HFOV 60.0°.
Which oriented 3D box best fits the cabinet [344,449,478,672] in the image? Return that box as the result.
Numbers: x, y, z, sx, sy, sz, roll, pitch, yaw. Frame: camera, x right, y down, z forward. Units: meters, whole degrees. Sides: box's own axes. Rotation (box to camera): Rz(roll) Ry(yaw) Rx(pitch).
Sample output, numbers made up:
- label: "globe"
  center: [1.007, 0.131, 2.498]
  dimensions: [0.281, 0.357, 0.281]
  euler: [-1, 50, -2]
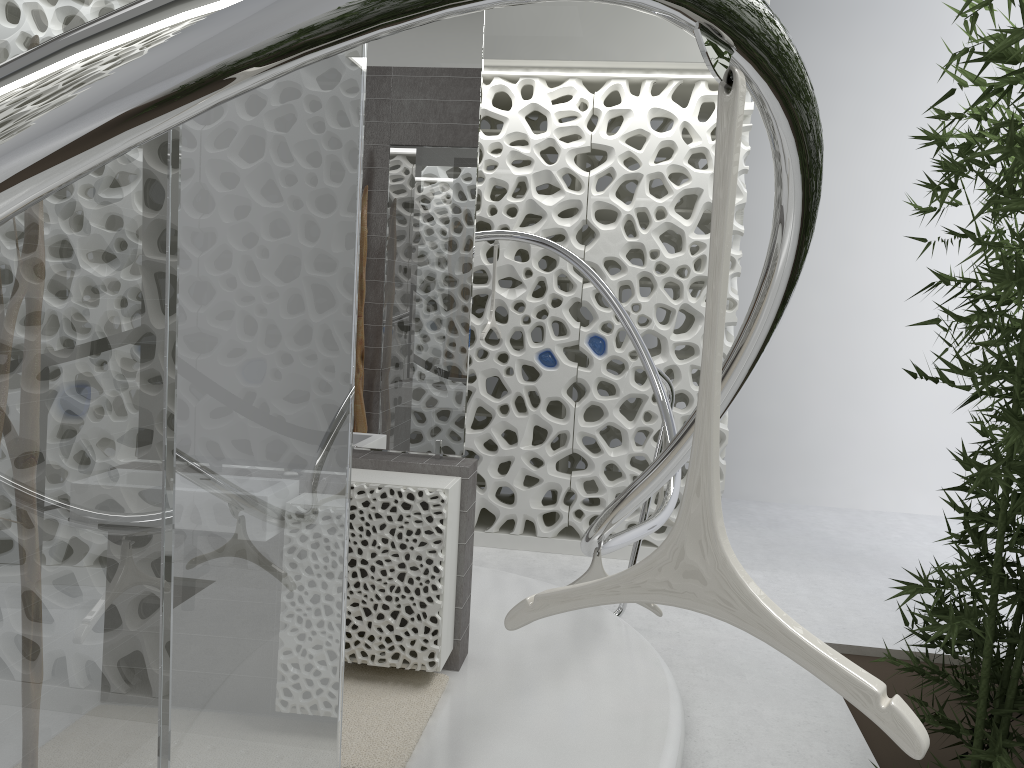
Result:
- label: "cabinet"
  center: [-0.791, 0.707, 3.628]
  dimensions: [1.200, 0.870, 0.461]
  euler: [4, 5, 8]

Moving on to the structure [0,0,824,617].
- label: "structure"
  center: [-1.875, 0.264, 2.869]
  dimensions: [5.250, 2.080, 5.433]
  euler: [3, 5, 3]

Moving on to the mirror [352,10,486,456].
- label: "mirror"
  center: [-0.691, -0.723, 3.669]
  dimensions: [1.100, 1.980, 0.030]
  euler: [4, 5, 8]

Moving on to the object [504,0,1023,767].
- label: "object"
  center: [1.635, -0.387, 1.932]
  dimensions: [4.664, 4.038, 4.097]
  euler: [0, 6, -33]

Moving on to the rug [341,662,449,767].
- label: "rug"
  center: [-0.873, 1.168, 3.262]
  dimensions: [1.153, 0.016, 0.775]
  euler: [4, 5, 8]
